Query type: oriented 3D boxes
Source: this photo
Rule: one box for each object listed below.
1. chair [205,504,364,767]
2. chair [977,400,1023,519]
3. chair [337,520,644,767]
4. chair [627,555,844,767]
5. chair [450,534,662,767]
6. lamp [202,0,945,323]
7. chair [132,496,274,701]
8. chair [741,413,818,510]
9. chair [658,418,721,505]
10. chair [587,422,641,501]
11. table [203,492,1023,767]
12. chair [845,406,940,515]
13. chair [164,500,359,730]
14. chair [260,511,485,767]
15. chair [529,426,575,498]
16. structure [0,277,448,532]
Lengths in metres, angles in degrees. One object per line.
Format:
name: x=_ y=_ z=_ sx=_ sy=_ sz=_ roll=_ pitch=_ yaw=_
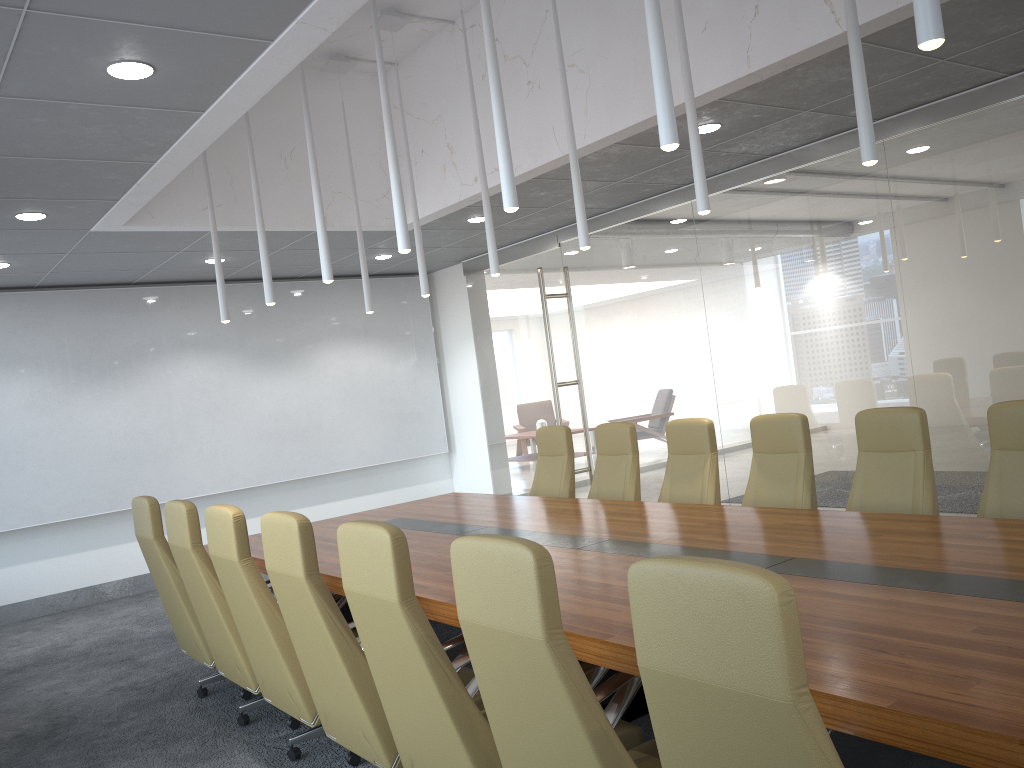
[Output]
chair: x=-1.041 y=1.271 z=4.793 sx=0.955 sy=1.406 sz=0.711 roll=-7 pitch=0 yaw=-36
chair: x=2.459 y=0.823 z=4.397 sx=0.955 sy=1.406 sz=0.711 roll=-7 pitch=0 yaw=-36
chair: x=-0.087 y=1.153 z=3.491 sx=0.955 sy=1.406 sz=0.711 roll=-7 pitch=0 yaw=-36
chair: x=0.853 y=1.037 z=2.210 sx=0.955 sy=1.406 sz=0.711 roll=-7 pitch=0 yaw=-36
chair: x=0.390 y=1.094 z=2.841 sx=0.955 sy=1.406 sz=0.711 roll=-7 pitch=0 yaw=-36
lamp: x=0.084 y=-2.005 z=4.889 sx=2.619 sy=2.378 sz=7.258 roll=-7 pitch=0 yaw=-36
chair: x=-1.969 y=1.385 z=6.059 sx=0.955 sy=1.406 sz=0.711 roll=-7 pitch=0 yaw=-36
chair: x=1.518 y=0.940 z=5.681 sx=0.955 sy=1.406 sz=0.711 roll=-7 pitch=0 yaw=-36
chair: x=1.049 y=0.997 z=6.321 sx=0.955 sy=1.406 sz=0.711 roll=-7 pitch=0 yaw=-36
chair: x=0.572 y=1.056 z=6.972 sx=0.955 sy=1.406 sz=0.711 roll=-7 pitch=0 yaw=-36
table: x=0.511 y=1.328 z=4.901 sx=2.300 sy=0.895 sz=6.500 roll=-7 pitch=0 yaw=-36
chair: x=1.990 y=0.881 z=5.038 sx=0.955 sy=1.406 sz=0.711 roll=-7 pitch=0 yaw=-36
chair: x=-1.499 y=1.327 z=5.418 sx=0.955 sy=1.406 sz=0.711 roll=-7 pitch=0 yaw=-36
chair: x=-0.561 y=1.212 z=4.138 sx=0.955 sy=1.406 sz=0.711 roll=-7 pitch=0 yaw=-36
chair: x=0.101 y=1.114 z=7.615 sx=0.955 sy=1.406 sz=0.711 roll=-7 pitch=0 yaw=-36
structure: x=0.329 y=-0.424 z=4.931 sx=6.600 sy=2.466 sz=13.989 roll=-7 pitch=0 yaw=-36
